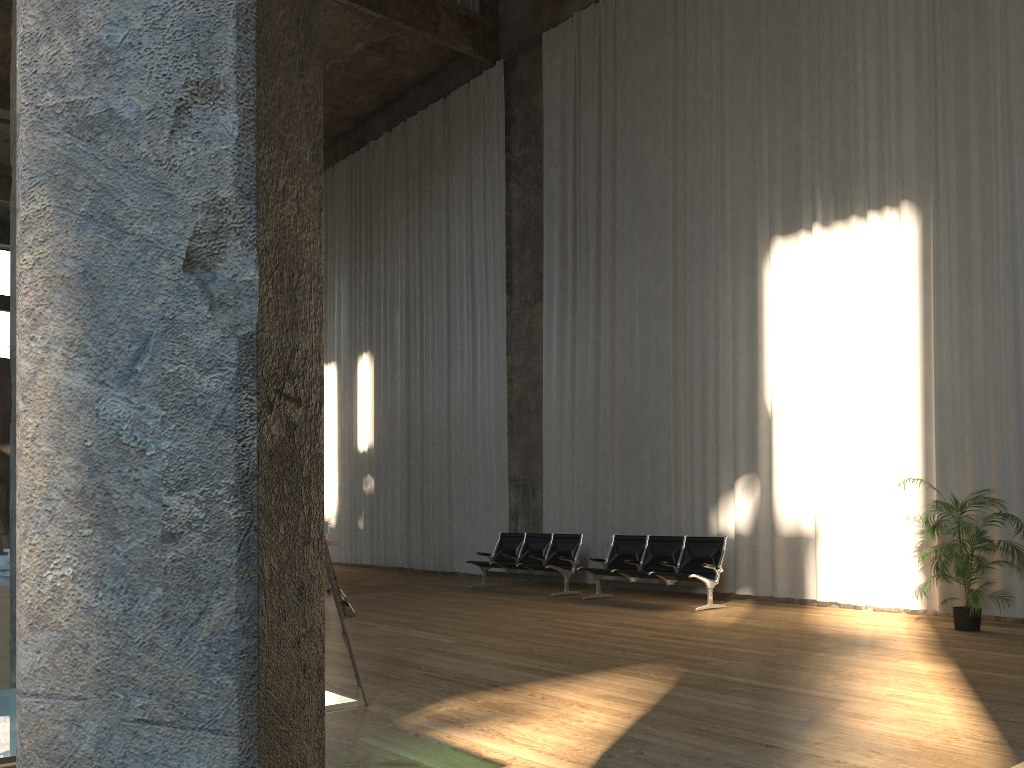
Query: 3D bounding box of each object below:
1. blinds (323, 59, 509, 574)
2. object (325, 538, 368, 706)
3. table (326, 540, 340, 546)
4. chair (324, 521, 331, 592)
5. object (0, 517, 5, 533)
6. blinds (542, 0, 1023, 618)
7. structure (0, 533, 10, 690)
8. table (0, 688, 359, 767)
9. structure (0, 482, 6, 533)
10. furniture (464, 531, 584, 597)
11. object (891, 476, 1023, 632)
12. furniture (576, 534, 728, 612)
[{"bbox_3d":[-2.609,-0.671,17.540,0.275,8.605,7.863,0,-4,-39],"label":"blinds"},{"bbox_3d":[-1.256,0.877,5.388,0.684,2.137,0.704,0,-1,-14],"label":"object"},{"bbox_3d":[-5.441,2.899,14.461,1.607,0.754,7.749,5,-10,-39],"label":"table"},{"bbox_3d":[-5.161,2.227,10.746,13.001,1.025,31.647,7,-11,-39],"label":"chair"},{"bbox_3d":[-6.174,1.637,10.359,0.685,2.137,0.703,1,-2,-41],"label":"object"},{"bbox_3d":[2.953,-1.678,10.918,0.275,8.605,7.863,0,-4,-39],"label":"blinds"},{"bbox_3d":[-2.943,1.443,5.516,0.745,1.009,0.738,3,-4,-40],"label":"structure"},{"bbox_3d":[-1.487,1.216,2.456,1.878,0.543,0.945,6,-9,-40],"label":"table"},{"bbox_3d":[-6.762,2.011,11.026,0.595,1.540,0.745,1,-3,-40],"label":"structure"},{"bbox_3d":[0.140,2.551,12.594,0.710,0.837,1.880,3,-8,-40],"label":"furniture"},{"bbox_3d":[4.218,1.591,8.297,1.132,1.449,1.095,-3,-5,41],"label":"object"},{"bbox_3d":[1.677,2.273,10.765,0.710,0.837,1.880,3,-8,-40],"label":"furniture"}]
